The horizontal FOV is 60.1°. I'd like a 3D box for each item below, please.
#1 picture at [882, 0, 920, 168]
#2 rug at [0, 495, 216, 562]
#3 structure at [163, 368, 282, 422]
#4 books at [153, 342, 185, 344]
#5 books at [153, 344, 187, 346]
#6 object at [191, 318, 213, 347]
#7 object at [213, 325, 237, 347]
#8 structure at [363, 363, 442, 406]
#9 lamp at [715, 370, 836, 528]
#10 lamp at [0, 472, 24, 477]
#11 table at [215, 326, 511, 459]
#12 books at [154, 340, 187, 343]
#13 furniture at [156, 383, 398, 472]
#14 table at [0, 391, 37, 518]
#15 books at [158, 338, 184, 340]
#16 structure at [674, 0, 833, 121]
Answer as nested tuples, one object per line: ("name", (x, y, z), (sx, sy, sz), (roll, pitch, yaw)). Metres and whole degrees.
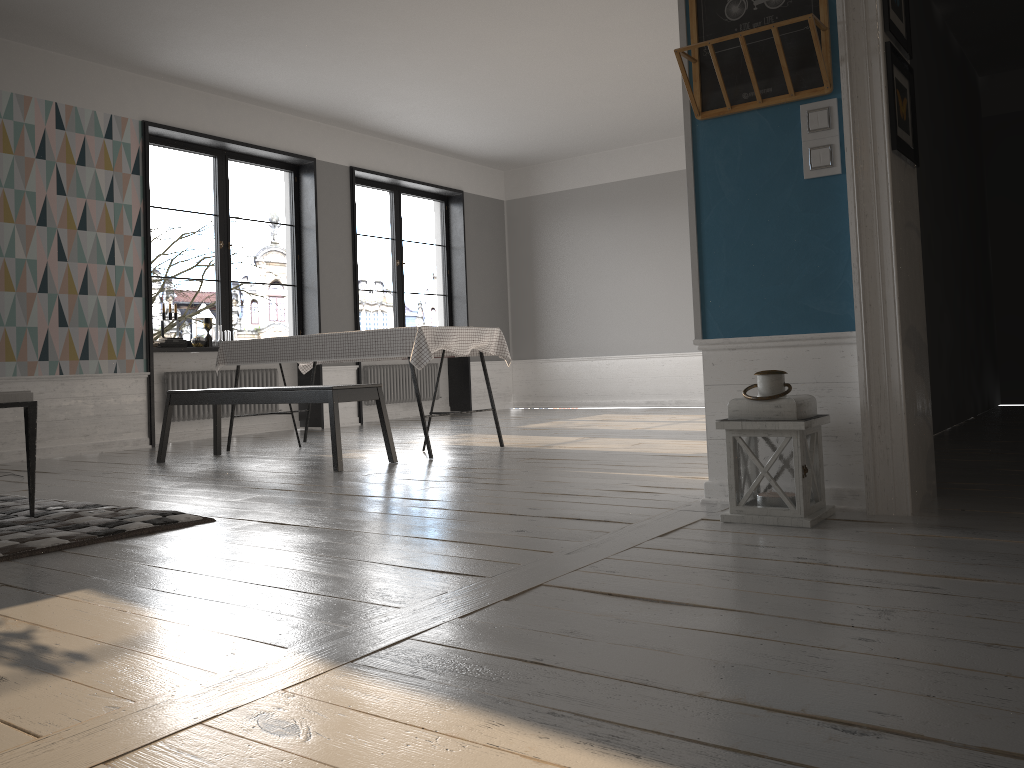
("picture", (2.116, -1.165, 2.483), (1.942, 0.755, 0.359), (-2, -1, 35))
("rug", (-2.545, 0.563, 2.755), (1.767, 0.034, 2.528), (-2, 1, 36))
("structure", (-2.564, 0.088, 7.901), (0.148, 0.429, 1.223), (-4, 0, 34))
("books", (-2.848, -0.334, 7.314), (0.173, 0.011, 0.216), (-1, 2, 41))
("books", (-2.856, -0.319, 7.309), (0.183, 0.019, 0.271), (-2, 1, 35))
("object", (-2.652, -0.441, 7.580), (0.194, 0.257, 0.115), (-1, -2, -45))
("object", (-2.516, -0.419, 7.786), (0.153, 0.192, 0.268), (-3, -1, 35))
("structure", (-1.205, -0.006, 9.811), (0.148, 0.429, 1.223), (-4, 0, 34))
("lamp", (0.855, 0.193, 2.881), (0.286, 0.479, 0.287), (-3, -2, 34))
("lamp", (-3.462, -0.292, 5.267), (1.244, 1.707, 0.679), (-3, -2, 34))
("table", (-1.052, 0.053, 6.060), (2.021, 0.786, 0.931), (-2, 0, 35))
("books", (-2.830, -0.352, 7.330), (0.162, 0.022, 0.198), (-2, 1, 36))
("furniture", (-1.477, 0.249, 5.393), (1.666, 0.457, 0.465), (-2, 0, 35))
("table", (-2.552, 0.317, 3.041), (0.731, 0.512, 1.456), (-2, 1, 35))
("books", (-2.825, -0.372, 7.332), (0.123, 0.017, 0.154), (-2, 1, 37))
("structure", (0.819, -1.362, 3.082), (0.494, 0.777, 0.185), (-3, -3, 35))
